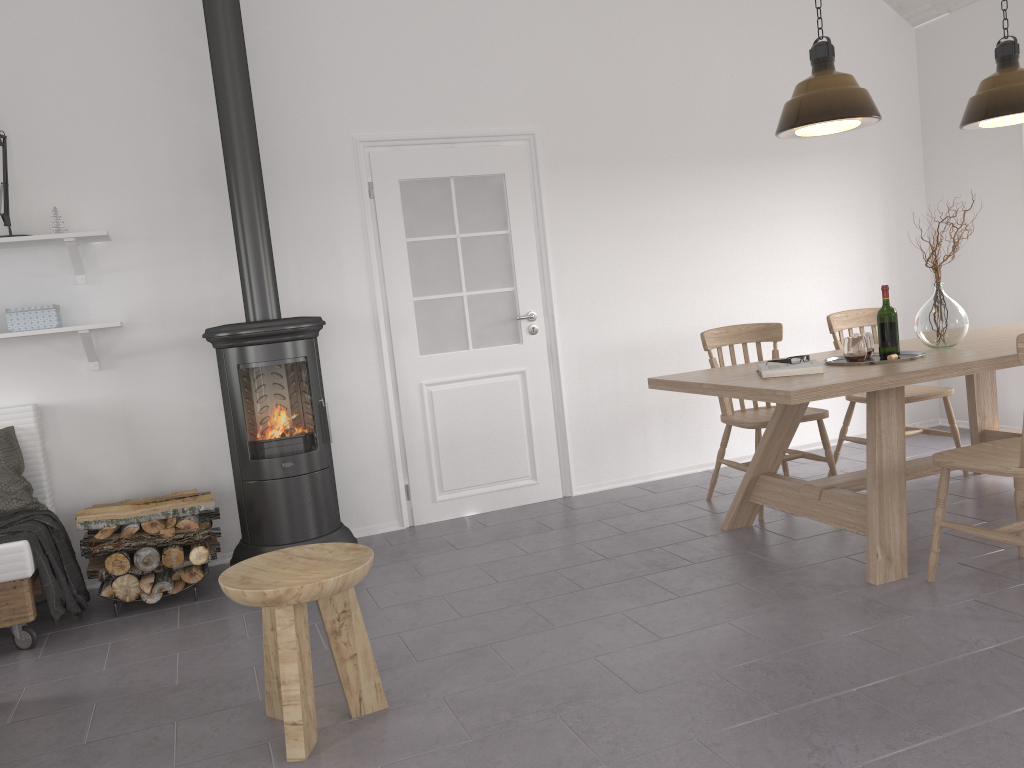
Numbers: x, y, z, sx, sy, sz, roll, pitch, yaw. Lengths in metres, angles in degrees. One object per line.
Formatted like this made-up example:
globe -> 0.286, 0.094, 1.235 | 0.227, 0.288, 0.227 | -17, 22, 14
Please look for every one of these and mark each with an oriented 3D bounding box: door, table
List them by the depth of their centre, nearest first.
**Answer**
table -> 1.889, 0.216, 3.904 | 2.300, 0.749, 1.001 | -8, 6, -20
door -> -0.237, -0.273, 4.863 | 0.902, 2.013, 0.101 | -8, 6, -20

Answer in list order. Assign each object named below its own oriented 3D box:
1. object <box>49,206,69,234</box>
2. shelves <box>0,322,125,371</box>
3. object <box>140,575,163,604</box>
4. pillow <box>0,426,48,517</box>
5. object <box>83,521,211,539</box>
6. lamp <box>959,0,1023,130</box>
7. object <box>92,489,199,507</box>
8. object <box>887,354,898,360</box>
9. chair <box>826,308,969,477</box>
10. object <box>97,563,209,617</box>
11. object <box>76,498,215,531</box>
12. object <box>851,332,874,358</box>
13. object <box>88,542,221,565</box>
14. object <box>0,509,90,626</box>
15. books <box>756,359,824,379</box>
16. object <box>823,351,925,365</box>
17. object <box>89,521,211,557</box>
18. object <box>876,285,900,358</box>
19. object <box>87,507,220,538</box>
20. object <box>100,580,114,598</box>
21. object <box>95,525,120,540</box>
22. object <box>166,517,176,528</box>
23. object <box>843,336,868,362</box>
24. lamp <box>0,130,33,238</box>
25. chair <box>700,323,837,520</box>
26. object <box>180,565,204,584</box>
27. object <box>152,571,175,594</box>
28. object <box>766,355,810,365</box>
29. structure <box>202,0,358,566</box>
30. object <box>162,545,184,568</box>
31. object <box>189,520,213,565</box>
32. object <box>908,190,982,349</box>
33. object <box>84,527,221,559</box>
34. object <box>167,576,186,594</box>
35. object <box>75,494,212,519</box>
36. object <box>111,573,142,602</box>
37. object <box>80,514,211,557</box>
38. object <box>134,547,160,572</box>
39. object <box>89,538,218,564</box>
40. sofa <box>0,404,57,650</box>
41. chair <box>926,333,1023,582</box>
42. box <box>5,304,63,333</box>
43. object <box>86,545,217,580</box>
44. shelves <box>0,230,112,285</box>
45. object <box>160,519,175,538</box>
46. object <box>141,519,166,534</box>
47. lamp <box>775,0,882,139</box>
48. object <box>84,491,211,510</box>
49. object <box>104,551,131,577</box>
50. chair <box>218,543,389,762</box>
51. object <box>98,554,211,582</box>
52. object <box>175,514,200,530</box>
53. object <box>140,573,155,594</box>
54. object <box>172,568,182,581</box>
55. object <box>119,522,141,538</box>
object -> -2.066, -0.737, 4.027 | 0.073, 0.142, 0.072 | -5, 5, 13
shelves -> -2.655, -0.063, 3.841 | 1.820, 0.212, 0.269 | -8, 6, -20
object -> -1.619, 0.888, 4.031 | 0.095, 0.063, 0.562 | -8, 6, -19
pillow -> -2.314, 0.410, 3.756 | 0.519, 0.395, 0.334 | -11, 7, -42
object -> -1.666, 0.676, 4.070 | 0.539, 0.070, 0.101 | -8, 6, -19
lamp -> 2.125, -2.051, 3.866 | 0.410, 1.796, 0.410 | -5, 6, 15
object -> -1.694, 0.554, 4.127 | 0.467, 0.063, 0.095 | -8, 6, -20
object -> 1.546, -0.108, 3.603 | 0.046, 0.024, 0.024 | -11, 7, -39
chair -> 2.022, 0.046, 4.726 | 0.506, 0.902, 0.519 | -8, 6, -20
object -> -1.620, 0.903, 4.053 | 0.456, 0.118, 0.478 | -8, 6, -20
object -> -1.588, 0.564, 3.852 | 0.571, 0.079, 0.115 | -8, 6, -19
object -> 1.503, -0.164, 3.806 | 0.095, 0.106, 0.095 | -5, 5, 9
object -> -1.634, 0.794, 4.075 | 0.562, 0.063, 0.095 | -8, 6, -19
object -> -2.508, 0.847, 3.541 | 1.449, 0.508, 0.716 | -9, 6, -30
books -> 1.114, -0.066, 3.579 | 0.231, 0.040, 0.342 | -5, 5, 12
object -> 1.509, -0.107, 3.703 | 0.394, 0.014, 0.394 | -4, 6, 24
object -> -1.557, 0.671, 3.839 | 0.480, 0.104, 0.126 | -8, 6, -18
object -> 1.567, -0.261, 3.701 | 0.081, 0.303, 0.081 | -2, 7, 37
object -> -1.632, 0.632, 4.060 | 0.562, 0.057, 0.097 | -8, 6, -20
object -> -1.807, 0.867, 4.004 | 0.052, 0.056, 0.561 | -8, 6, -20
object -> -1.775, 0.622, 3.941 | 0.098, 0.061, 0.467 | -8, 6, -18
object -> -1.542, 0.591, 4.017 | 0.044, 0.034, 0.425 | -8, 6, -20
object -> 1.417, -0.141, 3.659 | 0.095, 0.106, 0.095 | -5, 5, 9
lamp -> -2.281, -0.975, 3.823 | 0.196, 0.703, 0.439 | -6, 5, 0
chair -> 1.283, 0.152, 4.461 | 0.506, 0.902, 0.519 | -8, 6, -15
object -> -1.469, 0.833, 4.070 | 0.096, 0.060, 0.467 | -8, 6, -20
object -> -1.581, 0.841, 4.031 | 0.097, 0.056, 0.562 | -8, 6, -20
object -> 1.115, -0.096, 3.576 | 0.141, 0.030, 0.135 | -10, 6, -35
structure -> -1.318, -1.534, 4.005 | 0.643, 4.887, 0.626 | -11, 7, -43
object -> -1.553, 0.736, 4.046 | 0.102, 0.102, 0.561 | -8, 6, -20
object -> -1.449, 0.713, 4.088 | 0.118, 0.142, 0.520 | -8, 6, -16
object -> 1.866, -0.486, 3.798 | 0.291, 0.666, 0.313 | -3, 6, 33
object -> -1.585, 0.699, 3.933 | 0.562, 0.063, 0.095 | -8, 6, -19
object -> -1.532, 0.867, 4.081 | 0.096, 0.067, 0.467 | -8, 6, -19
object -> -1.631, 0.559, 3.950 | 0.562, 0.074, 0.095 | -8, 6, -19
object -> -1.714, 0.866, 4.020 | 0.118, 0.142, 0.520 | -8, 6, -16
object -> -1.624, 0.665, 3.949 | 0.538, 0.082, 0.099 | -8, 6, -20
object -> -1.650, 0.740, 4.011 | 0.110, 0.109, 0.463 | -8, 6, -21
object -> -1.676, 0.791, 4.174 | 0.569, 0.078, 0.115 | -8, 6, -19
sofa -> -2.615, 0.752, 2.529 | 2.017, 0.932, 2.855 | -8, 6, -20
chair -> 1.740, 0.242, 2.973 | 0.506, 0.902, 0.519 | -8, 6, -20
box -> -2.164, -0.294, 4.021 | 0.202, 0.110, 0.137 | -8, 6, -19
object -> -1.606, 0.803, 3.975 | 0.539, 0.070, 0.101 | -8, 6, -19
shelves -> -2.700, -0.469, 3.803 | 1.820, 0.212, 0.269 | -8, 6, -20
object -> -1.549, 0.614, 3.994 | 0.059, 0.048, 0.529 | -8, 6, -20
object -> -1.614, 0.599, 4.004 | 0.096, 0.068, 0.467 | -8, 6, -20
lamp -> 1.152, -2.267, 3.499 | 0.410, 2.502, 0.410 | -8, 6, -15
object -> -1.658, 0.556, 4.051 | 0.541, 0.070, 0.101 | -8, 6, -19
object -> -1.765, 0.755, 3.995 | 0.103, 0.107, 0.516 | -8, 6, -21
chair -> -0.584, 0.750, 2.544 | 0.431, 0.479, 0.431 | -8, 6, -23
object -> -1.569, 0.803, 3.898 | 0.468, 0.069, 0.095 | -8, 6, -20
object -> -1.480, 0.582, 4.049 | 0.098, 0.088, 0.466 | -8, 6, -18
object -> -1.636, 0.851, 4.010 | 0.057, 0.050, 0.561 | -8, 6, -20
object -> -1.528, 0.824, 4.047 | 0.046, 0.033, 0.425 | -8, 6, -20
object -> -1.698, 0.612, 3.974 | 0.098, 0.060, 0.467 | -8, 6, -17
